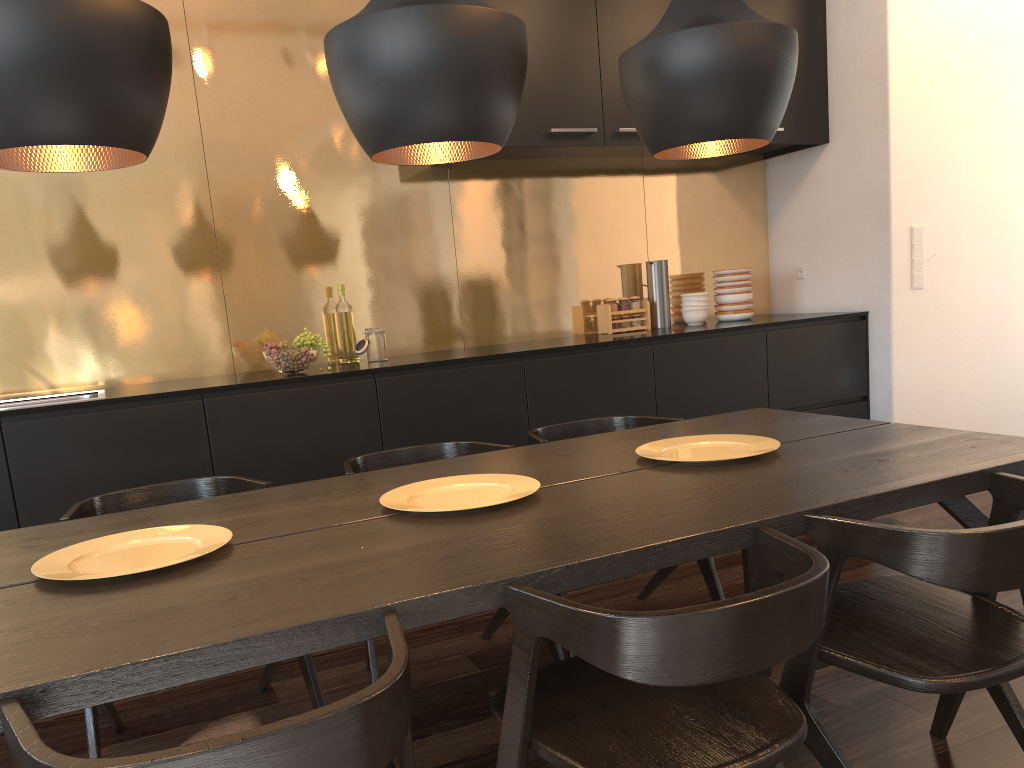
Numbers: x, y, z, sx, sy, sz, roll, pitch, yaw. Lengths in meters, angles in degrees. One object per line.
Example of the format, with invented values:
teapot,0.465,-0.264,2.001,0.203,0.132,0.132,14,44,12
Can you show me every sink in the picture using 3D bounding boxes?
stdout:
sink,-0.778,-0.082,3.589,3.399,0.246,0.479,-8,7,-25

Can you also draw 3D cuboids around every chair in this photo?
chair,0.334,0.475,2.882,0.590,0.679,0.516,-9,9,-24
chair,0.811,0.543,1.751,0.590,0.679,0.516,-9,9,-26
chair,-0.216,0.547,2.638,0.590,0.679,0.516,-9,9,-26
chair,0.257,0.615,1.505,0.591,0.679,0.516,-8,9,-23
chair,-0.358,0.697,1.227,0.590,0.679,0.516,-9,9,-25
chair,-0.871,0.630,2.379,0.590,0.679,0.516,-9,9,-28

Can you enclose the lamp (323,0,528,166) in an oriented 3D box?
lamp,-0.179,-0.746,1.790,0.410,0.547,0.407,2,11,42

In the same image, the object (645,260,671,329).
object,0.765,-0.460,4.538,0.164,0.344,0.113,-8,10,-21

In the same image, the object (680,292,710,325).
object,0.947,-0.389,4.569,0.158,0.162,0.152,-4,8,4

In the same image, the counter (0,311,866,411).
counter,-0.675,-0.078,3.683,5.039,0.002,0.727,-7,6,-24

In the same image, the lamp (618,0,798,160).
lamp,0.452,-0.828,2.069,0.411,0.547,0.406,-2,9,23

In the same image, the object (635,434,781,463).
object,0.490,0.165,2.224,0.354,0.017,0.353,-7,6,-21

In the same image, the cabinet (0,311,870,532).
cabinet,-0.636,0.369,3.759,5.042,0.911,0.728,-8,8,-24

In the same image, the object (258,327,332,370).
object,-0.847,-0.129,3.453,0.237,0.175,0.177,-11,9,-39

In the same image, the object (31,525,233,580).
object,-0.718,0.324,1.689,0.354,0.017,0.353,-7,6,-21

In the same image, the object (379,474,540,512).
object,-0.114,0.244,1.957,0.353,0.017,0.355,-10,8,-43

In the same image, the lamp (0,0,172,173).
lamp,-0.810,-0.663,1.510,0.411,0.547,0.406,-4,8,9

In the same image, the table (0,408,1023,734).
table,-0.053,0.591,1.988,2.490,0.687,1.100,-8,7,-24

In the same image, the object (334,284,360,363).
object,-0.733,-0.266,3.885,0.092,0.343,0.091,1,11,32

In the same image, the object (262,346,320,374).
object,-0.860,-0.091,3.468,0.219,0.098,0.216,-2,7,23

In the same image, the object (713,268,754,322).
object,1.160,-0.466,4.632,0.197,0.267,0.196,2,11,40

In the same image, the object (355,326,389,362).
object,-0.596,-0.173,3.784,0.088,0.153,0.175,3,11,43

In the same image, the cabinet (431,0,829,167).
cabinet,0.567,-1.626,4.157,1.947,1.062,0.528,-8,9,-24
